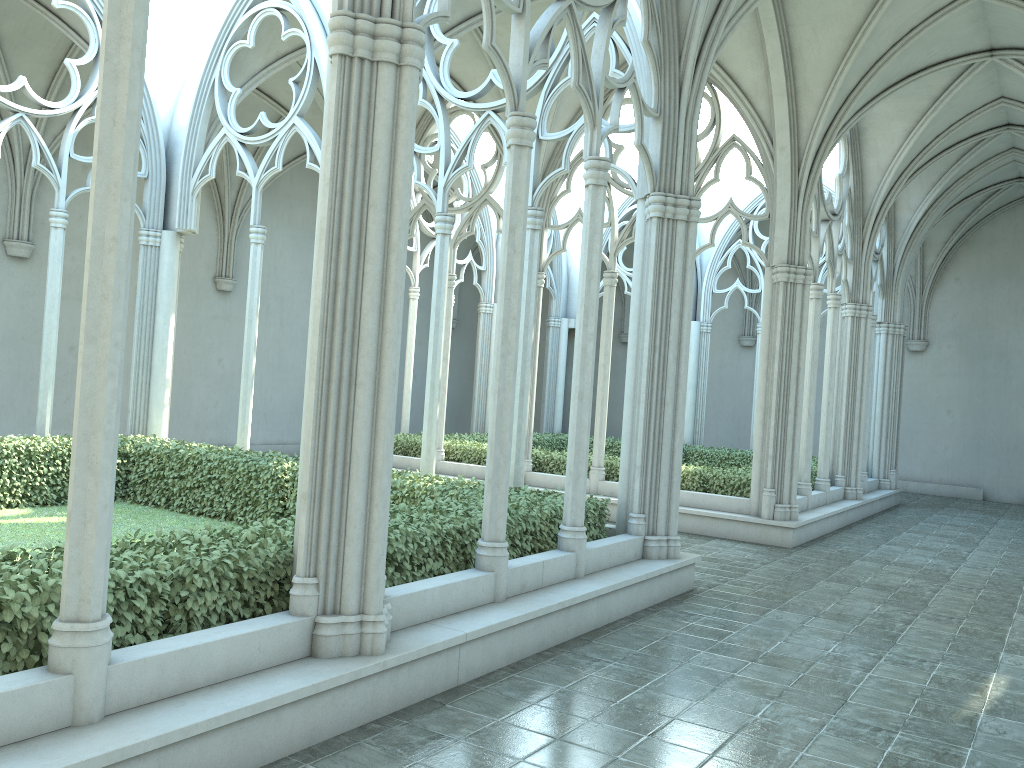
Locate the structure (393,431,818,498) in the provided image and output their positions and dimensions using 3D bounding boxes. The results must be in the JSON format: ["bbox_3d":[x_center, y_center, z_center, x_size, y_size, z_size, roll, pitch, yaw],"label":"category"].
[{"bbox_3d":[2.583,1.793,19.012,7.995,0.963,8.018,4,-1,33],"label":"structure"}]

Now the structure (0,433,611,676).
[{"bbox_3d":[-4.416,1.210,7.995,7.995,0.963,8.018,4,-1,33],"label":"structure"}]
